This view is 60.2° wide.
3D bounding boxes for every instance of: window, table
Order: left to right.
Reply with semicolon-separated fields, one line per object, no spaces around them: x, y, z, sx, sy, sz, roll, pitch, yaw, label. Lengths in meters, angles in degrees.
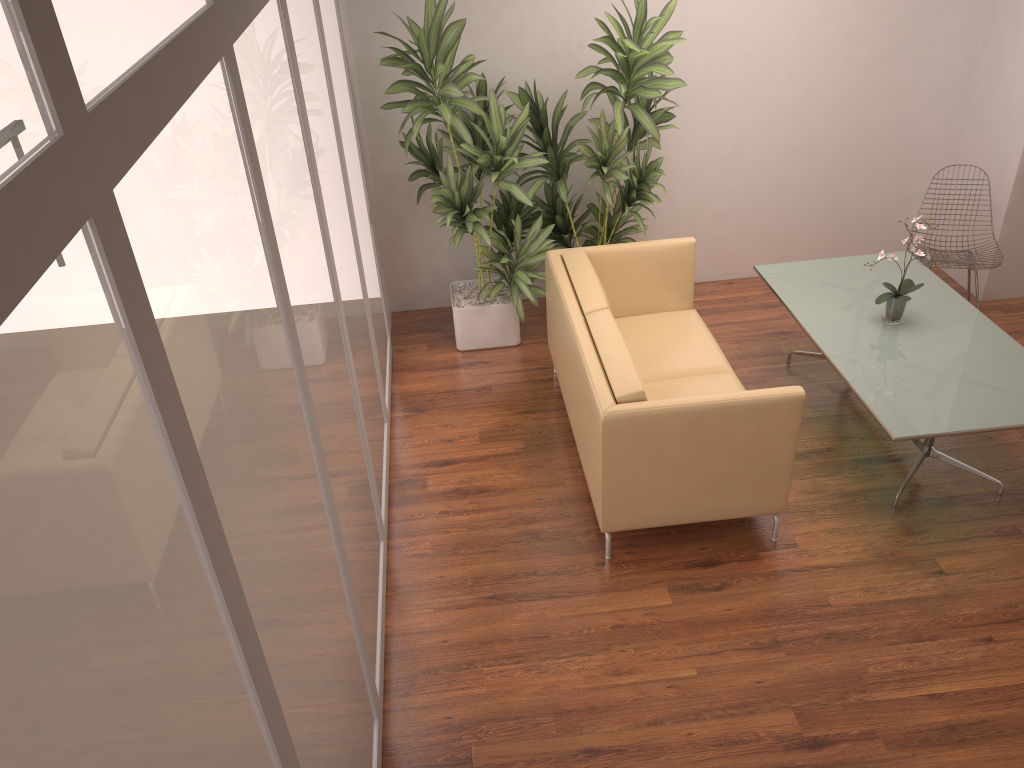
-0.484;0.394;1.572;0.062;3.429;8.192;-6;32;-3;window
2.011;-0.044;4.684;0.939;0.586;1.790;-6;32;-3;table

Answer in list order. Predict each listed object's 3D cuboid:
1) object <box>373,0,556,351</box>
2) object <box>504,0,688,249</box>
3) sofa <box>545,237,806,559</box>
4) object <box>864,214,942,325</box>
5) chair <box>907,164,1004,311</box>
-0.182;-1.254;5.364;0.966;2.201;1.033;4;35;12;object
0.488;-1.329;5.401;1.081;2.201;0.923;2;34;8;object
0.730;-0.040;4.563;0.878;0.876;1.724;-6;33;-3;sofa
1.997;-0.587;4.416;0.369;0.616;0.286;-9;34;-7;object
2.749;-0.834;5.517;0.543;0.942;0.536;5;35;14;chair
